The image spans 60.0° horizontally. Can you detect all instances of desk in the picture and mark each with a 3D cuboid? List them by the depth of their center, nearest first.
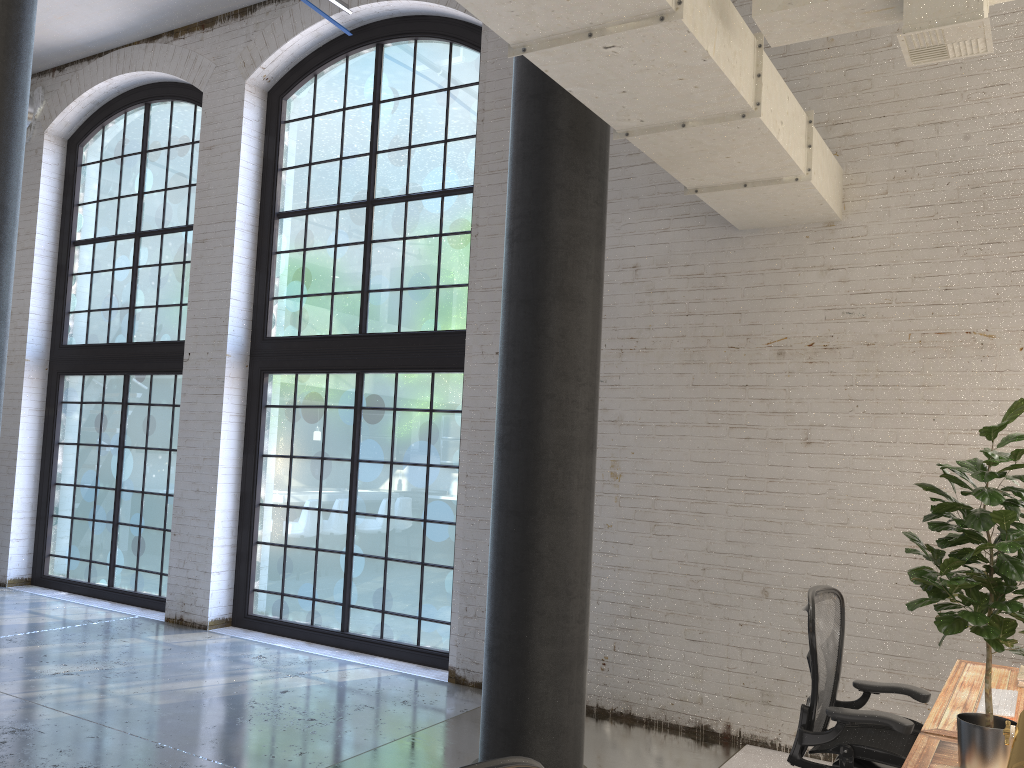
[{"bbox_3d":[1.773,1.477,2.297,1.401,0.724,0.530,0,-5,31],"label":"desk"},{"bbox_3d":[1.910,1.568,3.351,0.529,0.724,1.402,0,-5,31],"label":"desk"}]

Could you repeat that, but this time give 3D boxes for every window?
[{"bbox_3d":[-1.216,-0.428,7.246,2.491,5.174,0.138,0,-4,31],"label":"window"},{"bbox_3d":[-3.791,-0.428,8.810,2.491,5.174,0.138,0,-4,31],"label":"window"}]

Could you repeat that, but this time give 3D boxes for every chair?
[{"bbox_3d":[0.088,1.154,1.232,0.792,1.084,0.771,2,-4,15],"label":"chair"},{"bbox_3d":[1.455,1.383,3.532,0.792,1.084,0.771,2,-4,15],"label":"chair"}]

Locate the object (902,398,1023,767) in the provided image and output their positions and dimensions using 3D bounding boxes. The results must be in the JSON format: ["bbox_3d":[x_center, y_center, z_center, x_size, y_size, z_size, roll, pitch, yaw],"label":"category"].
[{"bbox_3d":[1.380,0.579,2.591,0.438,1.076,0.514,1,-4,22],"label":"object"}]

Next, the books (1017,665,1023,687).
[{"bbox_3d":[2.231,1.227,3.683,0.225,0.038,0.309,0,-5,31],"label":"books"}]

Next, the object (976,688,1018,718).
[{"bbox_3d":[1.818,1.189,3.315,0.118,0.017,0.439,0,-5,31],"label":"object"}]

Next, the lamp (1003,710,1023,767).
[{"bbox_3d":[0.827,0.744,1.370,0.127,0.469,0.345,0,-5,32],"label":"lamp"}]
